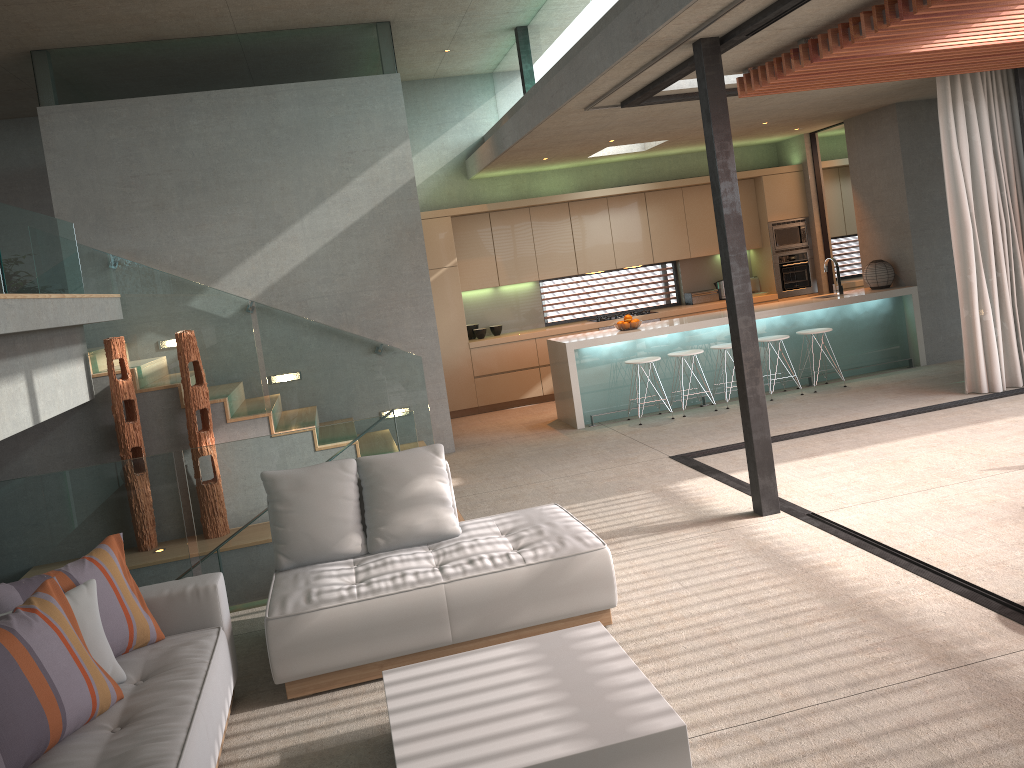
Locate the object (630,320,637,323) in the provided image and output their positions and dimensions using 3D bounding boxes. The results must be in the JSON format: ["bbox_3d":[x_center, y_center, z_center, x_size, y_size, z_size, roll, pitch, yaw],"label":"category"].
[{"bbox_3d":[1.311,-0.646,9.523,0.087,0.086,0.087,-10,5,-21],"label":"object"}]

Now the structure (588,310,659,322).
[{"bbox_3d":[1.449,-0.876,11.600,0.841,0.090,0.466,-10,7,-11],"label":"structure"}]

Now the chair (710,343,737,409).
[{"bbox_3d":[2.302,-0.099,9.254,0.383,0.621,0.383,-9,4,-11],"label":"chair"}]

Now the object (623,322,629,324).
[{"bbox_3d":[1.229,-0.629,9.517,0.081,0.081,0.081,-7,5,18],"label":"object"}]

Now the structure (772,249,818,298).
[{"bbox_3d":[3.749,-1.495,12.033,0.598,0.577,0.499,-9,5,-11],"label":"structure"}]

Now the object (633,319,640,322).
[{"bbox_3d":[1.347,-0.665,9.608,0.095,0.094,0.094,-10,5,-22],"label":"object"}]

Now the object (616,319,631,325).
[{"bbox_3d":[1.212,-0.641,9.568,0.173,0.099,0.097,-4,6,33],"label":"object"}]

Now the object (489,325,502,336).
[{"bbox_3d":[-0.201,-0.692,11.465,0.170,0.126,0.169,-11,6,-25],"label":"object"}]

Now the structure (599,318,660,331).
[{"bbox_3d":[1.544,-0.535,11.371,0.830,0.499,0.079,-9,3,-12],"label":"structure"}]

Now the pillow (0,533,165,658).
[{"bbox_3d":[-1.761,0.916,3.490,0.278,0.502,0.704,-6,6,32],"label":"pillow"}]

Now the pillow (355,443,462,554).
[{"bbox_3d":[-0.548,0.598,4.657,0.493,0.481,0.267,-9,4,-11],"label":"pillow"}]

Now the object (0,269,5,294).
[{"bbox_3d":[-5.424,-0.721,9.316,1.229,1.206,1.444,-6,6,22],"label":"object"}]

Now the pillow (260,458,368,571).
[{"bbox_3d":[-1.017,0.666,4.562,0.493,0.496,0.239,-9,4,-11],"label":"pillow"}]

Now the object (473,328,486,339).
[{"bbox_3d":[-0.402,-0.640,11.286,0.170,0.126,0.169,-11,6,-25],"label":"object"}]

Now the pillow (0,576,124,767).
[{"bbox_3d":[-1.617,0.987,2.887,0.310,0.492,0.743,-7,6,12],"label":"pillow"}]

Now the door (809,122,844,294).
[{"bbox_3d":[0.496,-0.009,7.238,15.451,4.454,5.762,-14,8,-39],"label":"door"}]

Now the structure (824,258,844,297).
[{"bbox_3d":[3.643,-1.217,10.083,0.097,0.439,0.259,-9,4,-11],"label":"structure"}]

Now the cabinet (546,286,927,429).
[{"bbox_3d":[2.524,-0.354,9.890,4.131,0.896,0.803,-10,5,-12],"label":"cabinet"}]

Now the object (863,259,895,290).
[{"bbox_3d":[4.256,-1.273,10.250,0.341,0.333,0.340,-10,5,-20],"label":"object"}]

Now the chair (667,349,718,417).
[{"bbox_3d":[1.838,-0.020,9.157,0.383,0.621,0.383,-9,4,-11],"label":"chair"}]

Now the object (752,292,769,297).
[{"bbox_3d":[3.321,-1.209,11.936,0.312,0.034,0.309,-15,10,-42],"label":"object"}]

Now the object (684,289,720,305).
[{"bbox_3d":[2.595,-1.188,12.079,0.401,0.159,0.241,-10,6,-11],"label":"object"}]

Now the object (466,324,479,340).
[{"bbox_3d":[-0.532,-0.671,11.431,0.227,0.187,0.225,-12,7,-34],"label":"object"}]

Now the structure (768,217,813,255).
[{"bbox_3d":[3.673,-1.998,12.027,0.598,0.435,0.461,-9,5,-11],"label":"structure"}]

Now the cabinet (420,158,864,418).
[{"bbox_3d":[2.521,-1.368,11.187,7.488,2.557,1.971,-10,5,-12],"label":"cabinet"}]

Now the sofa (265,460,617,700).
[{"bbox_3d":[-0.405,0.848,4.442,1.600,0.730,1.017,-9,6,-11],"label":"sofa"}]

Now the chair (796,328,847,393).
[{"bbox_3d":[3.272,-0.265,9.459,0.383,0.621,0.383,-9,4,-11],"label":"chair"}]

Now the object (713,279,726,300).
[{"bbox_3d":[2.920,-1.302,12.109,0.278,0.284,0.178,-9,4,-6],"label":"object"}]

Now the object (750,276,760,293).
[{"bbox_3d":[3.219,-1.340,12.220,0.390,0.246,0.150,-9,4,-12],"label":"object"}]

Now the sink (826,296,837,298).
[{"bbox_3d":[3.684,-0.923,10.210,0.375,0.134,0.376,-9,7,-11],"label":"sink"}]

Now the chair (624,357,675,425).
[{"bbox_3d":[1.380,0.058,9.061,0.383,0.621,0.383,-9,4,-11],"label":"chair"}]

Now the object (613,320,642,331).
[{"bbox_3d":[1.263,-0.633,9.599,0.316,0.081,0.317,-10,7,-11],"label":"object"}]

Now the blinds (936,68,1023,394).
[{"bbox_3d":[4.408,-1.416,8.091,0.888,2.922,0.230,-9,3,-15],"label":"blinds"}]

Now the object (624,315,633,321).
[{"bbox_3d":[1.265,-0.709,9.629,0.095,0.094,0.095,-7,5,9],"label":"object"}]

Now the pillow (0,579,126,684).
[{"bbox_3d":[-1.706,0.986,3.198,0.238,0.403,0.600,-6,6,32],"label":"pillow"}]

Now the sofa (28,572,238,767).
[{"bbox_3d":[-1.427,1.274,2.237,1.051,0.749,3.474,-9,7,-11],"label":"sofa"}]

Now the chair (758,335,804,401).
[{"bbox_3d":[2.783,-0.181,9.356,0.383,0.621,0.383,-9,4,-11],"label":"chair"}]
